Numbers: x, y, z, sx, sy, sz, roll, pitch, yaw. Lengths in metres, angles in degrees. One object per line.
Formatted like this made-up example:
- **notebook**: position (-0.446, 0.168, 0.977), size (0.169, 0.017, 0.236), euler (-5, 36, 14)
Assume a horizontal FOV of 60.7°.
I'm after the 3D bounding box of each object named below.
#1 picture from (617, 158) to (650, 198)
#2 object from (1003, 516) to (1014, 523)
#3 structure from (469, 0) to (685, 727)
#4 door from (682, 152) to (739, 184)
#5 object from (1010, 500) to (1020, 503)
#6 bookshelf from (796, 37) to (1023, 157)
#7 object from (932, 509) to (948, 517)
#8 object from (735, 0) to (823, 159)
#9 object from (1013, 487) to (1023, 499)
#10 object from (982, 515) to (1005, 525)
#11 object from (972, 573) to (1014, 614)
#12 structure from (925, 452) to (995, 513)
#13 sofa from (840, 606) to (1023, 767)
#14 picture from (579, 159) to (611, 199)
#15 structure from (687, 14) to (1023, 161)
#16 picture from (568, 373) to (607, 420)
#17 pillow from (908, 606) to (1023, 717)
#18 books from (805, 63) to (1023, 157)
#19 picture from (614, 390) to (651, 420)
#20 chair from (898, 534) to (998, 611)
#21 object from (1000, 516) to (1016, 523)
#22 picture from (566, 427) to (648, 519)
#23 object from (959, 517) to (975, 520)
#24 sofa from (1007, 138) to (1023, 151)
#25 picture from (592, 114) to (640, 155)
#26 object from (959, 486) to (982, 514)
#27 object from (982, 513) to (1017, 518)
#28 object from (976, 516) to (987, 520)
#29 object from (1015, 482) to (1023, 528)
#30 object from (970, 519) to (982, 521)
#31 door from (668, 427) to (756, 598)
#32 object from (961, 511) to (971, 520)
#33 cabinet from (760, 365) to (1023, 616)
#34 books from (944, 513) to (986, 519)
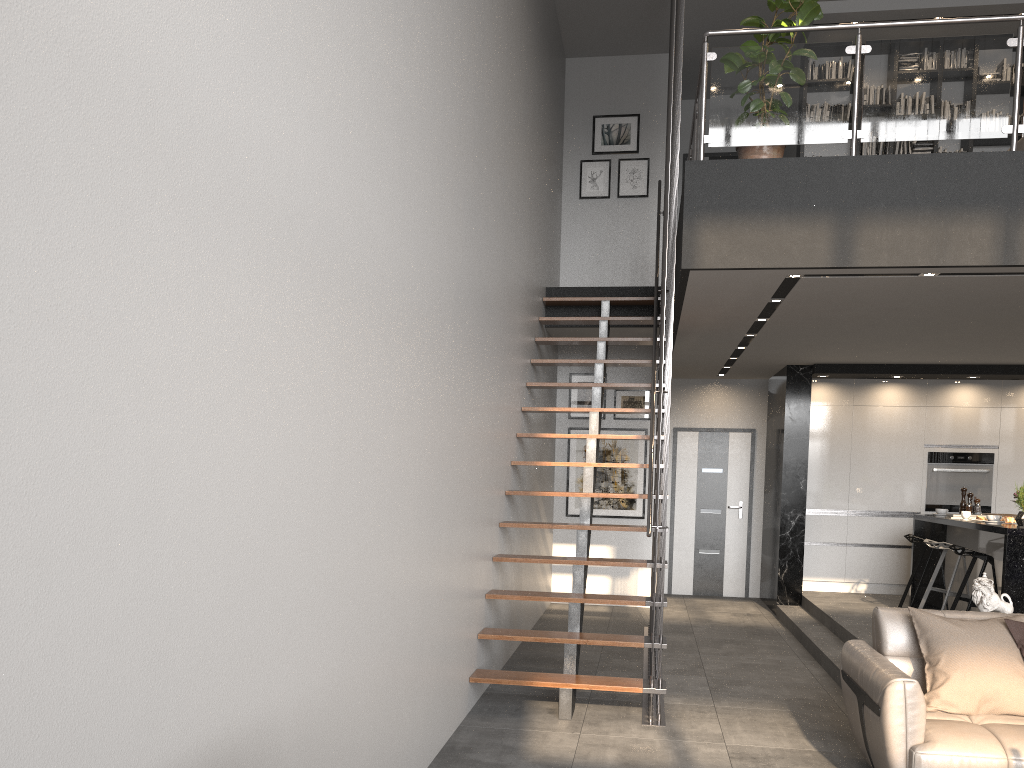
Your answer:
- **picture**: position (1.312, -2.222, 9.445), size (0.333, 0.414, 0.024), euler (1, 4, 9)
- **object**: position (3.948, 1.079, 6.962), size (0.074, 0.059, 0.060), euler (0, -2, 30)
- **structure**: position (0.666, -0.783, 6.810), size (1.178, 6.085, 3.583), euler (2, 1, 9)
- **door**: position (2.514, -1.710, 10.508), size (0.974, 2.095, 0.168), euler (2, 4, 9)
- **object**: position (4.028, 0.994, 6.717), size (0.368, 0.189, 0.367), euler (3, -4, -27)
- **bookshelf**: position (4.634, -2.065, 8.625), size (3.518, 2.534, 0.246), euler (1, 3, 9)
- **object**: position (3.929, 1.179, 8.006), size (0.155, 0.070, 0.155), euler (3, -4, -23)
- **object**: position (1.573, -1.954, 5.183), size (0.771, 1.478, 0.526), euler (2, 3, 29)
- **object**: position (4.041, 0.829, 6.714), size (0.347, 0.216, 0.319), euler (1, -3, 6)
- **object**: position (3.742, 1.055, 6.801), size (0.155, 0.071, 0.155), euler (3, -4, -23)
- **object**: position (2.624, 1.175, 4.778), size (0.207, 0.292, 0.135), euler (2, 2, 28)
- **structure**: position (4.773, 1.069, 9.531), size (0.654, 0.635, 0.651), euler (1, -1, 9)
- **sofa**: position (3.215, 1.500, 3.572), size (3.241, 0.822, 1.879), euler (1, -4, 9)
- **picture**: position (0.905, -2.223, 9.507), size (0.333, 0.414, 0.024), euler (1, 4, 9)
- **structure**: position (3.399, -1.440, 6.301), size (4.218, 0.743, 3.382), euler (1, -5, 9)
- **picture**: position (0.834, 0.135, 9.662), size (0.409, 0.509, 0.024), euler (1, 4, 9)
- **pillow**: position (2.920, 1.363, 4.093), size (1.939, 0.502, 0.542), euler (1, -1, 8)
- **books**: position (4.634, -2.110, 8.613), size (3.436, 2.347, 0.210), euler (1, 3, 9)
- **picture**: position (1.325, 0.225, 9.592), size (0.409, 0.336, 0.024), euler (1, 3, 9)
- **chair**: position (3.697, 1.694, 7.422), size (0.434, 0.738, 1.731), euler (2, -4, 9)
- **object**: position (3.970, 1.084, 7.012), size (0.131, 0.060, 0.070), euler (1, -2, 9)
- **picture**: position (1.044, 0.985, 9.677), size (0.871, 1.000, 0.024), euler (1, 4, 9)
- **object**: position (3.812, 1.128, 7.333), size (0.027, 0.027, 0.130), euler (2, -5, -32)
- **sofa**: position (4.319, -1.498, 5.656), size (2.275, 0.785, 2.291), euler (1, -5, 9)
- **picture**: position (1.122, -2.693, 9.447), size (0.504, 0.414, 0.024), euler (1, 3, 9)
- **object**: position (4.273, 1.091, 8.121), size (0.150, 0.285, 0.199), euler (1, 1, -8)
- **object**: position (4.538, 1.219, 8.075), size (0.290, 0.030, 0.401), euler (1, -6, 8)
- **object**: position (3.913, 1.116, 7.258), size (0.074, 0.043, 0.128), euler (1, -5, 1)
- **object**: position (3.783, 0.867, 6.395), size (0.186, 0.371, 0.195), euler (0, 2, -36)
- **object**: position (3.904, 1.131, 7.262), size (0.191, 0.012, 0.192), euler (-4, -7, 41)
- **door**: position (2.436, 1.583, 10.716), size (0.974, 2.095, 0.168), euler (2, 4, 9)
- **object**: position (3.828, 1.111, 7.377), size (0.084, 0.071, 0.077), euler (2, -2, -32)
- **cabinet**: position (4.350, 0.691, 7.400), size (3.617, 3.253, 6.211), euler (1, -4, 9)
- **books**: position (4.001, 1.165, 7.700), size (0.322, 0.038, 0.172), euler (1, -5, 8)
